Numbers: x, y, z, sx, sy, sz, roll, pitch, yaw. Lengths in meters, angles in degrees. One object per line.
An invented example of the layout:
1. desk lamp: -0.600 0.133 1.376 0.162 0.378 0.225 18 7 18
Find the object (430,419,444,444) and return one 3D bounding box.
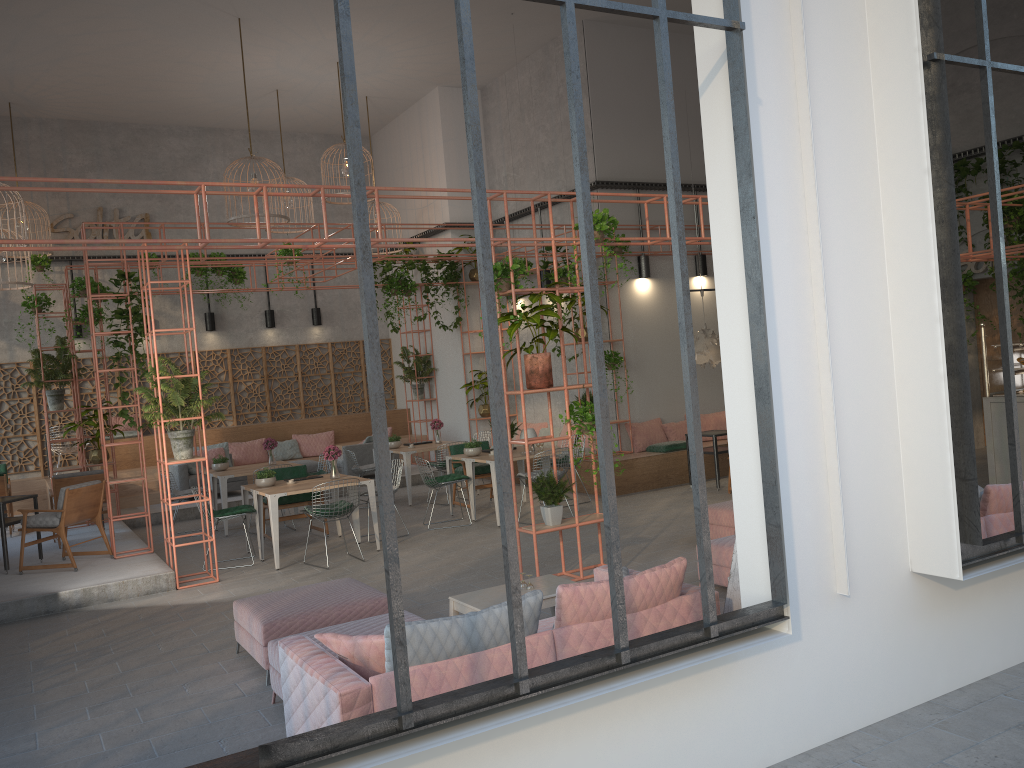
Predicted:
1. object: -1.229 0.774 14.590 0.225 0.414 0.213 -6 1 -37

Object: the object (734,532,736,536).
1. object: 1.466 0.943 5.377 0.216 0.430 0.219 -6 1 -36

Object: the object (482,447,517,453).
1. object: -0.181 0.915 12.370 0.427 0.031 0.268 -6 1 -30

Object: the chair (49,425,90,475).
1. chair: -7.096 1.122 14.239 0.565 0.941 0.717 -5 1 -21

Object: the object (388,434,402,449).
1. object: -1.921 0.923 14.382 0.254 0.247 0.248 -6 1 -30

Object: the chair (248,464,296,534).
1. chair: -3.346 1.579 12.311 0.565 0.941 0.717 -6 1 -33

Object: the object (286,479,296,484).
1. object: -2.630 1.163 10.571 0.115 0.073 0.115 -6 1 -35

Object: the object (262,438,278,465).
1. object: -3.602 1.006 13.238 0.225 0.414 0.213 -6 1 -37

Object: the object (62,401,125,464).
1. object: -6.235 0.734 13.181 0.903 0.923 0.934 -4 1 27

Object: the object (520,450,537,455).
1. object: 0.210 0.889 11.474 0.218 0.041 0.218 -5 1 -21

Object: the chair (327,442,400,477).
1. chair: -2.758 1.388 16.363 1.052 0.672 1.127 -6 1 -30

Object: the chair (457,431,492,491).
1. chair: -0.672 1.297 14.989 0.717 0.941 0.565 -6 1 -28

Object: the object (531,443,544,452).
1. object: 0.368 0.816 11.851 0.210 0.154 0.165 -6 1 -40

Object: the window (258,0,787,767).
1. window: -0.787 -1.569 2.804 4.126 5.544 0.089 -6 1 -30

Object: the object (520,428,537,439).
1. object: 0.226 0.755 11.926 0.241 0.313 0.241 -5 1 15

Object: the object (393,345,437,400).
1. object: -1.919 -0.236 17.697 0.900 1.097 0.894 -5 1 0

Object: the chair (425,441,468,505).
1. chair: -0.978 1.348 13.660 0.565 0.941 0.717 -6 1 -33

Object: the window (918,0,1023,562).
1. window: 3.824 -2.021 5.430 4.127 5.538 0.089 -6 1 -30

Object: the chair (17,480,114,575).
1. chair: -5.002 1.586 9.929 0.685 0.914 0.722 -5 1 10

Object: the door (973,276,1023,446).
1. door: 8.228 -0.379 14.131 0.551 2.729 1.360 -6 1 -30

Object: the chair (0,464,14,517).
1. chair: -8.550 1.805 14.418 0.722 0.929 0.685 -6 1 -30

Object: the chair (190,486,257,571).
1. chair: -3.287 1.612 10.223 0.717 0.941 0.565 -5 1 -13

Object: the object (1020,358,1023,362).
1. object: 5.403 -0.257 9.314 0.093 0.050 0.138 -5 1 -14

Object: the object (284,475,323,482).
1. object: -2.581 1.175 10.982 0.427 0.031 0.268 -6 1 -30

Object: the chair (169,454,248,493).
1. chair: -5.281 1.582 15.396 1.127 0.586 1.056 -6 1 -30

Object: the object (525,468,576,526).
1. object: 0.337 1.028 8.123 0.368 0.527 0.438 -6 1 -29

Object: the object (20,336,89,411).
1. object: -6.756 -0.159 13.115 0.900 1.101 0.894 -5 1 25

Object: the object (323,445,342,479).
1. object: -2.157 0.939 10.689 0.225 0.414 0.213 -6 1 -37

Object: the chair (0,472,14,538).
1. chair: -7.583 1.752 12.711 0.722 0.929 0.685 -6 1 -30

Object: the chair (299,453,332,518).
1. chair: -3.040 1.528 13.640 0.717 0.941 0.565 -6 1 -28

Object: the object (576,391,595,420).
1. object: 1.180 0.350 13.559 0.368 0.527 0.438 -6 1 -29

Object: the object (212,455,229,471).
1. object: -4.289 1.153 13.034 0.252 0.247 0.247 -6 1 -30

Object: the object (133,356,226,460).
1. object: -3.547 0.247 9.398 0.900 1.100 0.894 -5 1 0

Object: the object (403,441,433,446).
1. object: -1.572 0.992 14.825 0.427 0.031 0.268 -6 1 -30

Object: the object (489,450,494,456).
1. object: -0.256 0.913 11.775 0.115 0.078 0.115 -5 1 -24

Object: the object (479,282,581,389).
1. object: 0.167 -0.427 7.991 0.924 0.946 0.923 -4 1 27

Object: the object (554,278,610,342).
1. object: 1.033 -1.108 13.402 0.903 0.947 0.934 -5 1 22

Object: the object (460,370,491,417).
1. object: -0.561 0.153 16.472 0.903 0.919 0.934 -4 1 32

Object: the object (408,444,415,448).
1. object: -1.603 0.987 14.153 0.115 0.078 0.115 -5 1 -24

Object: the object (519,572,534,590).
1. object: 0.060 1.395 6.168 0.156 0.145 0.199 -5 1 -15

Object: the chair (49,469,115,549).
1. chair: -5.639 1.603 11.635 0.722 0.929 0.685 -6 1 -30

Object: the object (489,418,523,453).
1. object: -0.105 0.667 11.867 0.368 0.527 0.438 -6 1 -29

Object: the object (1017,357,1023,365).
1. object: 5.421 -0.239 9.402 0.098 0.092 0.111 -6 1 -30

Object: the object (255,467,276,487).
1. object: -2.929 1.106 10.540 0.252 0.247 0.247 -6 1 -30

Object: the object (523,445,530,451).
1. object: 0.201 0.846 11.715 0.095 0.119 0.095 -5 1 -5

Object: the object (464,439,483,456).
1. object: -0.531 0.846 11.927 0.254 0.247 0.248 -6 1 -30

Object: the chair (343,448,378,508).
1. chair: -2.276 1.454 14.066 0.717 0.941 0.565 -5 1 -13

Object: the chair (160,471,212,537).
1. chair: -4.644 1.684 12.717 0.717 0.941 0.565 -5 1 -13
